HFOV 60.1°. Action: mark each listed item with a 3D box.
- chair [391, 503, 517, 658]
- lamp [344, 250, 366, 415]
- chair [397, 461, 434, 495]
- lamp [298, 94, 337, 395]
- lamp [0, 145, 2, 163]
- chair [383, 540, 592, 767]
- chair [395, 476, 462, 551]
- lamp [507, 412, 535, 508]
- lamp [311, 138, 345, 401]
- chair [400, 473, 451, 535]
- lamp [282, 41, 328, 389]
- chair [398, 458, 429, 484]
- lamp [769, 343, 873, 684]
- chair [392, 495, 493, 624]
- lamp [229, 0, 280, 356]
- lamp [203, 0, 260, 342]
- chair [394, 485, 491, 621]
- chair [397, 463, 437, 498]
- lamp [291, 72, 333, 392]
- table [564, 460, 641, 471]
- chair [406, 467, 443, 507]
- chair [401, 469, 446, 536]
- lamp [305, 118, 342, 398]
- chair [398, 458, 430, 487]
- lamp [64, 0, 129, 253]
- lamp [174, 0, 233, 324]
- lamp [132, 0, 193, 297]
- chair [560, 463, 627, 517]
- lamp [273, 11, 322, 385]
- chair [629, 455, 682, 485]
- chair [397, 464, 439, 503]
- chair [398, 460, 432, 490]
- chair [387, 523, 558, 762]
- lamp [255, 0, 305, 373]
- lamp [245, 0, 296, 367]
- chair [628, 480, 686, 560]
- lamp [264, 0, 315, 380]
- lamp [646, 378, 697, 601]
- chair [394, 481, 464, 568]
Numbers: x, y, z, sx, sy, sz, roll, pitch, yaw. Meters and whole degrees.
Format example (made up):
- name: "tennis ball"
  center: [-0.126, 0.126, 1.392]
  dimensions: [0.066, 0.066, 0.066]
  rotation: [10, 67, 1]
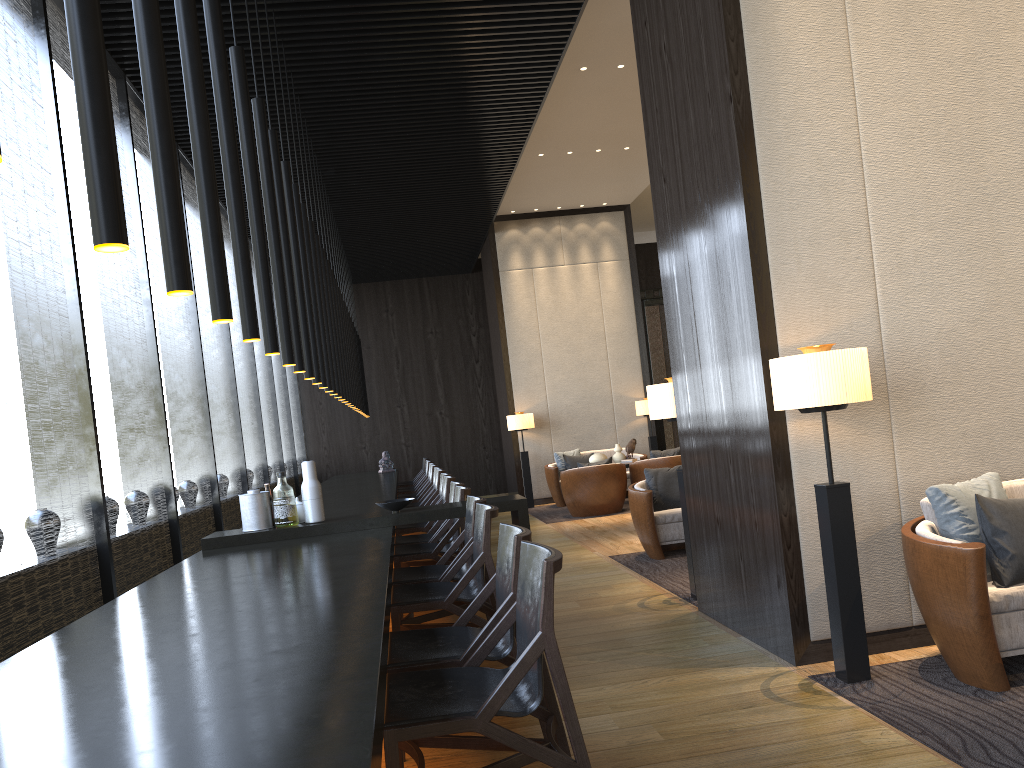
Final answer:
- name: "chair"
  center: [-0.278, 0.988, 4.020]
  dimensions: [0.562, 0.827, 0.526]
  rotation: [-7, 0, -7]
- name: "lamp"
  center: [-2.265, -0.764, 12.694]
  dimensions: [0.060, 2.422, 0.060]
  rotation: [-7, 1, -12]
- name: "chair"
  center: [-1.275, 1.479, 11.951]
  dimensions: [0.562, 0.827, 0.526]
  rotation: [-7, 0, -7]
- name: "lamp"
  center: [-1.545, -1.118, 6.972]
  dimensions: [0.060, 2.422, 0.060]
  rotation: [-7, 1, -12]
- name: "lamp"
  center: [-0.805, -1.481, 1.085]
  dimensions: [0.060, 2.422, 0.060]
  rotation: [-7, 1, -12]
- name: "chair"
  center: [-0.080, 0.891, 2.444]
  dimensions: [0.562, 0.827, 0.526]
  rotation: [-7, 0, -7]
- name: "chair"
  center: [-0.674, 1.183, 7.172]
  dimensions: [0.562, 0.827, 0.526]
  rotation: [-7, 0, -7]
- name: "lamp"
  center: [0.183, 1.068, 12.432]
  dimensions: [0.376, 1.351, 0.374]
  rotation: [-6, 0, 22]
- name: "lamp"
  center: [-1.668, -1.058, 7.944]
  dimensions: [0.060, 2.422, 0.060]
  rotation: [-7, 1, -12]
- name: "chair"
  center: [-0.746, 1.218, 7.742]
  dimensions: [0.562, 0.827, 0.526]
  rotation: [-7, 0, -7]
- name: "lamp"
  center: [-1.429, -1.175, 6.049]
  dimensions: [0.060, 2.422, 0.060]
  rotation: [-7, 1, -12]
- name: "chair"
  center: [-1.548, 1.613, 14.123]
  dimensions: [0.562, 0.827, 0.526]
  rotation: [-7, 0, -7]
- name: "lamp"
  center: [1.298, 0.520, 3.560]
  dimensions: [0.374, 1.351, 0.375]
  rotation: [-7, 0, -17]
- name: "chair"
  center: [-0.350, 1.024, 4.591]
  dimensions: [0.562, 0.827, 0.526]
  rotation: [-7, 0, -7]
- name: "lamp"
  center: [-1.127, -1.324, 3.641]
  dimensions: [0.060, 2.422, 0.060]
  rotation: [-7, 1, -12]
- name: "lamp"
  center: [-1.062, -1.355, 3.129]
  dimensions: [0.060, 2.422, 0.060]
  rotation: [-7, 1, -12]
- name: "chair"
  center: [-0.476, 1.086, 5.596]
  dimensions: [0.562, 0.827, 0.526]
  rotation: [-7, 0, -7]
- name: "chair"
  center: [-1.145, 1.415, 10.920]
  dimensions: [0.562, 0.827, 0.526]
  rotation: [-7, 0, -7]
- name: "lamp"
  center: [-1.490, -1.145, 6.530]
  dimensions: [0.060, 2.422, 0.060]
  rotation: [-7, 1, -12]
- name: "table"
  center: [1.276, 1.317, 11.553]
  dimensions: [1.041, 0.517, 0.576]
  rotation: [-6, -1, -7]
- name: "chair"
  center: [-0.944, 1.316, 9.318]
  dimensions: [0.562, 0.827, 0.526]
  rotation: [-7, 0, -7]
- name: "chair"
  center: [-0.872, 1.281, 8.748]
  dimensions: [0.562, 0.827, 0.526]
  rotation: [-7, 0, -7]
- name: "lamp"
  center: [-1.608, -1.087, 7.470]
  dimensions: [0.060, 2.422, 0.060]
  rotation: [-7, 1, -2]
- name: "chair"
  center: [-1.476, 1.578, 13.553]
  dimensions: [0.562, 0.827, 0.526]
  rotation: [-7, 0, -7]
- name: "lamp"
  center: [-0.871, -1.449, 1.606]
  dimensions: [0.060, 2.422, 0.060]
  rotation: [-7, 1, -12]
- name: "lamp"
  center: [-0.998, -1.387, 2.619]
  dimensions: [0.060, 2.422, 0.060]
  rotation: [-7, 1, -12]
- name: "lamp"
  center: [-0.934, -1.418, 2.110]
  dimensions: [0.060, 2.422, 0.060]
  rotation: [-7, 1, -12]
- name: "chair"
  center: [1.008, 1.262, 10.575]
  dimensions: [0.803, 0.604, 0.607]
  rotation: [-6, -1, -7]
- name: "lamp"
  center: [-1.372, -1.203, 5.596]
  dimensions: [0.060, 2.422, 0.060]
  rotation: [-7, 1, -12]
- name: "chair"
  center: [1.851, 1.170, 10.681]
  dimensions: [0.803, 0.604, 0.607]
  rotation: [-6, -1, -7]
- name: "chair"
  center: [-1.074, 1.380, 10.349]
  dimensions: [0.562, 0.827, 0.526]
  rotation: [-7, 0, -7]
- name: "chair"
  center: [-1.347, 1.514, 12.522]
  dimensions: [0.562, 0.827, 0.526]
  rotation: [-7, 0, -7]
- name: "chair"
  center: [-0.152, 0.926, 3.015]
  dimensions: [0.562, 0.827, 0.526]
  rotation: [-7, 0, -7]
- name: "lamp"
  center: [-1.249, -1.263, 4.616]
  dimensions: [0.060, 2.422, 0.060]
  rotation: [-7, 1, -12]
- name: "lamp"
  center: [-1.195, -1.290, 4.188]
  dimensions: [0.060, 2.422, 0.060]
  rotation: [-7, 1, -12]
- name: "chair"
  center: [1.346, 1.063, 7.202]
  dimensions: [0.803, 0.604, 0.607]
  rotation: [-6, -1, -7]
- name: "lamp"
  center: [-1.314, -1.231, 5.134]
  dimensions: [0.060, 2.422, 0.060]
  rotation: [-7, 1, -12]
- name: "lamp"
  center: [1.073, 0.631, 5.354]
  dimensions: [0.376, 1.351, 0.374]
  rotation: [-6, 0, 22]
- name: "chair"
  center: [-0.548, 1.121, 6.166]
  dimensions: [0.562, 0.827, 0.526]
  rotation: [-7, 0, -7]
